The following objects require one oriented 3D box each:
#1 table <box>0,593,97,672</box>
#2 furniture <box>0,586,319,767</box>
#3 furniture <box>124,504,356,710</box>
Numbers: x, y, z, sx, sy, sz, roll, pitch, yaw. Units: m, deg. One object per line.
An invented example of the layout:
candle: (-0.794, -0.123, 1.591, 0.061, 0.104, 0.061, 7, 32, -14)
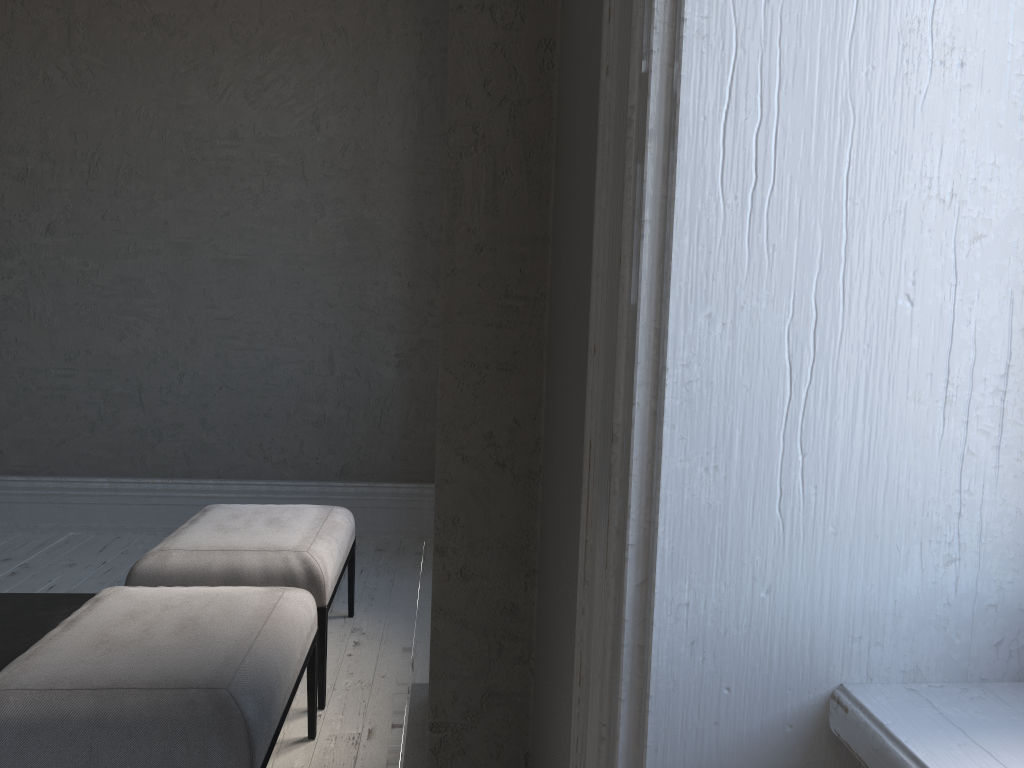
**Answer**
table: (-1.586, 0.844, 2.084, 0.853, 0.303, 1.304, 2, 5, -5)
furniture: (-0.805, 0.781, 2.039, 0.586, 0.476, 0.824, 2, 5, -5)
furniture: (-0.873, 0.697, 3.014, 0.586, 0.476, 0.824, 2, 5, -5)
